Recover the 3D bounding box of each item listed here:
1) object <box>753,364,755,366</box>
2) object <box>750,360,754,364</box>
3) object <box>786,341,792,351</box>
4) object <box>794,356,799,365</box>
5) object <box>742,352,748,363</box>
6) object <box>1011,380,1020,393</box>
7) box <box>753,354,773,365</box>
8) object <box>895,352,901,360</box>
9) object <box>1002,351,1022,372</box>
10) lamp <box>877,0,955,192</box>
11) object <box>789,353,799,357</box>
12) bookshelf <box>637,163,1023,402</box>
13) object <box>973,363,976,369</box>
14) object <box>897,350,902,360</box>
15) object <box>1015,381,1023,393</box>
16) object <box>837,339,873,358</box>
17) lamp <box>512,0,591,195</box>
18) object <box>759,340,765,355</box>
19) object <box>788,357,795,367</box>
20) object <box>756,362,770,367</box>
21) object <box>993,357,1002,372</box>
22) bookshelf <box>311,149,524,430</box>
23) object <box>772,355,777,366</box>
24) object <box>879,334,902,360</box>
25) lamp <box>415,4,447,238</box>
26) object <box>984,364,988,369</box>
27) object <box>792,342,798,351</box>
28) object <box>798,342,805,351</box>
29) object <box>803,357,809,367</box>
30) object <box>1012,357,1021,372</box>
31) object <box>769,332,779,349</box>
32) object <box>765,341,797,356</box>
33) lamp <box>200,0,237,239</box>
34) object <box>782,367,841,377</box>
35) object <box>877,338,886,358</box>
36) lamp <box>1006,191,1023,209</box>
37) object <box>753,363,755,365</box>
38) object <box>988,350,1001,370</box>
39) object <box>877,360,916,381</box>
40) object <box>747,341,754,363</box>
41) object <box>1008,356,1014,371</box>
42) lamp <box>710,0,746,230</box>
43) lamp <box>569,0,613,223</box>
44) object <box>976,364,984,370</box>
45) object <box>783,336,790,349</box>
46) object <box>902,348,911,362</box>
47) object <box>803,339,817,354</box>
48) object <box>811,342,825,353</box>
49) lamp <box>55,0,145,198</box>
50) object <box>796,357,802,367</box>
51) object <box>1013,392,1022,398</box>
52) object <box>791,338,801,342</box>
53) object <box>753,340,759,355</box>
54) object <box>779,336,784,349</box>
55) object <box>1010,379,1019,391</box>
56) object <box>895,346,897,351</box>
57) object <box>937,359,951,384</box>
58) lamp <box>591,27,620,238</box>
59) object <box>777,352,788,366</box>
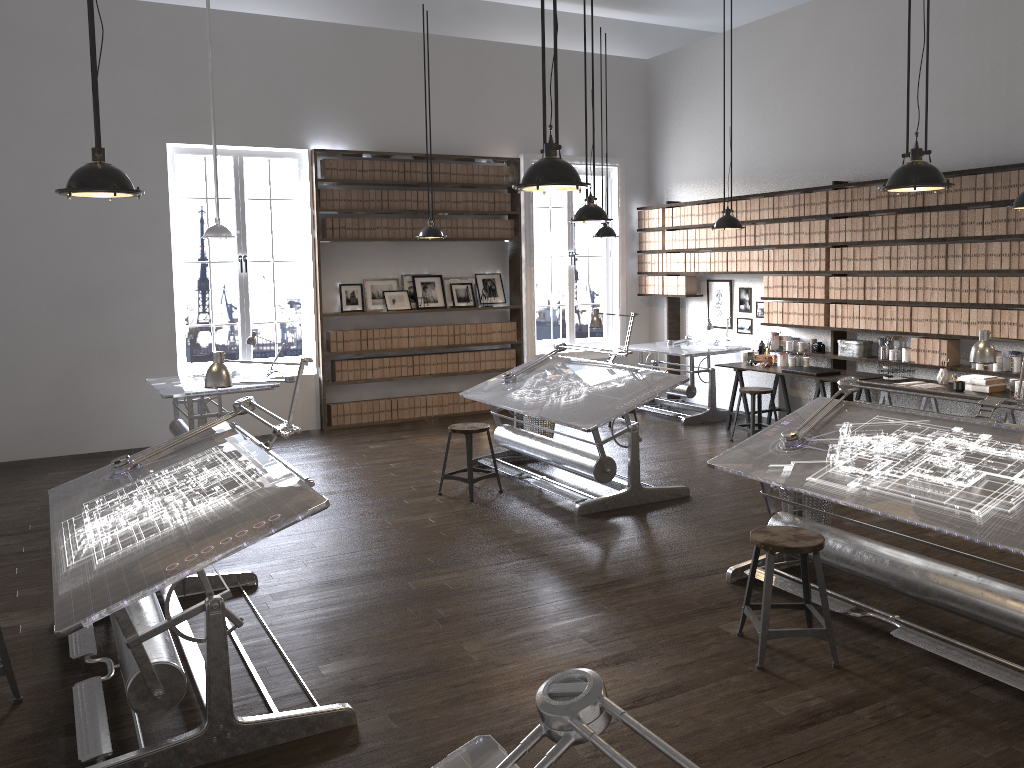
[{"bbox_3d":[2.477,-0.195,9.070,0.005,0.005,0.158,0,8,6],"label":"object"},{"bbox_3d":[2.498,-0.231,9.217,0.049,0.037,0.049,-5,8,-31],"label":"object"},{"bbox_3d":[2.872,-0.393,9.180,0.062,0.094,0.062,-6,7,-42],"label":"object"},{"bbox_3d":[2.862,-0.228,8.913,0.044,0.100,0.045,-4,6,-28],"label":"object"},{"bbox_3d":[2.453,-0.279,9.327,0.068,0.104,0.068,-3,6,-23],"label":"object"},{"bbox_3d":[3.921,0.018,6.890,0.063,0.093,0.063,0,6,13],"label":"object"},{"bbox_3d":[2.622,-0.253,9.173,0.138,0.083,0.212,-5,8,-28],"label":"box"},{"bbox_3d":[3.560,-0.254,8.046,0.181,0.093,0.062,-3,6,-14],"label":"object"},{"bbox_3d":[4.036,-0.179,7.170,0.205,0.161,0.094,-4,6,-26],"label":"object"},{"bbox_3d":[1.753,-1.973,3.805,0.313,2.243,0.312,-1,5,-3],"label":"lamp"},{"bbox_3d":[2.860,-0.250,8.982,0.094,0.127,0.095,-4,6,-24],"label":"object"},{"bbox_3d":[3.939,-0.224,7.444,0.374,3.192,9.211,-4,7,-28],"label":"bookshelf"},{"bbox_3d":[3.867,-0.184,7.359,0.063,0.117,0.063,0,5,13],"label":"object"},{"bbox_3d":[3.554,-0.263,8.091,0.062,0.093,0.063,1,6,24],"label":"object"},{"bbox_3d":[3.908,0.027,6.821,0.062,0.094,0.062,1,6,22],"label":"object"},{"bbox_3d":[3.298,-0.343,8.513,0.193,0.152,0.318,-5,8,-28],"label":"object"},{"bbox_3d":[0.134,-1.883,3.416,0.313,2.256,0.312,-1,5,-3],"label":"lamp"},{"bbox_3d":[2.633,-0.346,9.340,0.068,0.229,0.069,-4,6,-31],"label":"object"},{"bbox_3d":[2.807,-0.223,8.885,0.062,0.094,0.062,0,6,12],"label":"object"},{"bbox_3d":[2.538,-0.201,8.963,0.132,0.050,0.198,-1,7,1],"label":"object"},{"bbox_3d":[3.925,-0.160,7.165,0.062,0.119,0.062,2,6,30],"label":"object"},{"bbox_3d":[-1.056,-0.750,10.226,2.477,3.708,0.414,-4,5,-28],"label":"bookshelf"},{"bbox_3d":[2.677,-0.242,9.015,0.049,0.111,0.050,-4,6,-31],"label":"object"},{"bbox_3d":[3.482,-0.363,8.182,0.157,0.271,0.182,-6,7,-44],"label":"object"},{"bbox_3d":[-0.817,-2.556,8.621,0.311,2.243,0.313,3,6,42],"label":"lamp"},{"bbox_3d":[3.909,-0.180,7.320,0.044,0.127,0.045,-4,6,-28],"label":"object"},{"bbox_3d":[2.918,-0.387,9.127,0.063,0.093,0.063,-6,7,-42],"label":"object"},{"bbox_3d":[2.967,-0.382,9.081,0.062,0.094,0.062,-6,7,-42],"label":"object"},{"bbox_3d":[2.936,-0.219,8.838,0.062,0.094,0.062,1,6,21],"label":"object"},{"bbox_3d":[4.042,-0.153,7.093,0.062,0.119,0.062,2,6,30],"label":"object"},{"bbox_3d":[2.770,-0.456,9.364,0.108,0.176,0.107,-4,6,-26],"label":"object"},{"bbox_3d":[2.787,-0.366,9.157,0.345,0.145,0.077,-2,5,-5],"label":"object"},{"bbox_3d":[-2.594,-2.396,7.675,0.311,2.243,0.313,3,6,42],"label":"lamp"},{"bbox_3d":[2.815,-0.117,8.341,0.312,0.033,0.447,-5,8,-28],"label":"object"},{"bbox_3d":[3.485,-0.337,8.347,0.079,0.187,0.079,3,7,41],"label":"object"},{"bbox_3d":[3.225,-2.213,5.411,0.313,2.243,0.312,-1,5,-3],"label":"lamp"},{"bbox_3d":[2.478,-0.201,9.056,0.011,0.017,0.172,-1,7,4],"label":"object"},{"bbox_3d":[3.966,-0.192,7.278,0.094,0.161,0.095,-4,6,-32],"label":"object"},{"bbox_3d":[3.364,-0.114,7.753,0.284,0.160,0.204,-5,7,-28],"label":"object"},{"bbox_3d":[2.496,-0.334,9.267,0.068,0.229,0.069,-4,6,-31],"label":"object"},{"bbox_3d":[4.030,-0.161,7.154,0.045,0.127,0.044,-2,5,-10],"label":"object"},{"bbox_3d":[1.916,-2.510,7.864,0.311,2.243,0.313,3,6,42],"label":"lamp"},{"bbox_3d":[0.529,-2.251,6.098,0.313,2.243,0.312,-2,5,-8],"label":"lamp"},{"bbox_3d":[3.854,-0.175,7.290,0.062,0.119,0.062,1,6,22],"label":"object"},{"bbox_3d":[2.884,-0.434,9.309,0.070,0.130,0.070,0,5,10],"label":"object"},{"bbox_3d":[3.559,-0.260,7.964,0.094,0.127,0.095,-3,6,-21],"label":"object"},{"bbox_3d":[3.034,-0.374,8.994,0.107,0.161,0.237,2,7,27],"label":"object"},{"bbox_3d":[3.058,-0.366,8.883,0.091,0.108,0.171,-4,7,-28],"label":"object"},{"bbox_3d":[-1.594,-1.840,3.298,0.311,2.243,0.313,3,6,42],"label":"lamp"},{"bbox_3d":[2.872,-0.220,8.857,0.062,0.093,0.063,1,6,21],"label":"object"},{"bbox_3d":[3.822,0.090,6.558,0.197,0.050,0.133,4,9,33],"label":"object"},{"bbox_3d":[2.964,-0.416,9.243,0.094,0.127,0.095,-1,6,2],"label":"object"},{"bbox_3d":[2.559,-0.343,9.300,0.068,0.236,0.069,-4,6,-31],"label":"object"},{"bbox_3d":[2.849,-0.441,9.370,0.051,0.139,0.050,-4,6,-30],"label":"object"},{"bbox_3d":[3.942,0.009,6.954,0.062,0.094,0.062,0,6,13],"label":"object"},{"bbox_3d":[3.497,-0.280,8.044,0.008,0.124,0.041,-5,6,-39],"label":"object"},{"bbox_3d":[3.647,-0.108,7.483,0.101,0.208,0.102,0,5,17],"label":"object"},{"bbox_3d":[0.997,-2.717,9.577,0.311,2.243,0.313,3,6,42],"label":"lamp"},{"bbox_3d":[2.743,-0.252,8.974,0.104,0.141,0.105,-5,7,-35],"label":"object"}]
